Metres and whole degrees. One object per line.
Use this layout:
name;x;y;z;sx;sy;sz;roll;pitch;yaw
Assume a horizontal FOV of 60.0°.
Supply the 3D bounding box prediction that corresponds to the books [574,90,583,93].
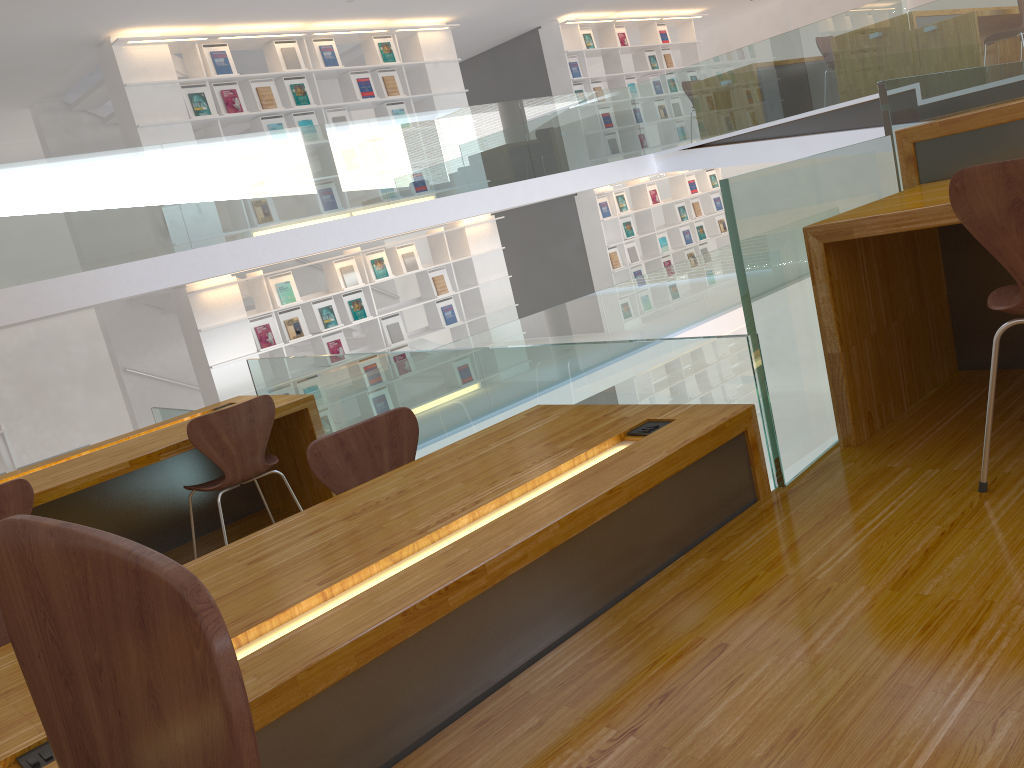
books;0.854;-3.535;10.985;0.145;0.210;0.037;-23;14;-40

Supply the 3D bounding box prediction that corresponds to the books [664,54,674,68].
books;2.162;-4.436;12.207;0.145;0.210;0.037;-23;14;-40

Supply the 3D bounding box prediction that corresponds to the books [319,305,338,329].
books;-1.749;-0.635;8.452;0.145;0.210;0.037;-23;14;-40

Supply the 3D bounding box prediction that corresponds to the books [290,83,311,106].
books;-1.978;-2.700;8.290;0.145;0.210;0.037;-23;14;-40

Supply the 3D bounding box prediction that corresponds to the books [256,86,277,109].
books;-2.229;-2.596;8.062;0.145;0.210;0.037;-23;14;-40

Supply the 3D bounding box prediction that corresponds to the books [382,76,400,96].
books;-1.224;-3.016;8.991;0.145;0.210;0.037;-23;14;-40

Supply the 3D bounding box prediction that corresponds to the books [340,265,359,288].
books;-1.578;-1.042;8.613;0.145;0.210;0.037;-23;14;-40

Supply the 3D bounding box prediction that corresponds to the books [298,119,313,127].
books;-1.915;-2.380;8.344;0.145;0.210;0.037;-23;14;-40

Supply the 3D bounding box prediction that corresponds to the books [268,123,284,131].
books;-2.140;-2.283;8.131;0.145;0.210;0.037;-23;14;-40

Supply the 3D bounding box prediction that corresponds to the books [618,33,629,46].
books;1.452;-4.471;11.559;0.145;0.210;0.037;-23;14;-40

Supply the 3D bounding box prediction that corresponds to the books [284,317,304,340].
books;-2.014;-0.503;8.217;0.145;0.210;0.037;-23;14;-40

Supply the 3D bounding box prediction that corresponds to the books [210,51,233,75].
books;-2.546;-2.812;7.774;0.145;0.210;0.037;-23;14;-40

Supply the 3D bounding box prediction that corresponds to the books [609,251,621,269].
books;1.317;-1.585;11.362;0.145;0.210;0.037;-23;14;-40

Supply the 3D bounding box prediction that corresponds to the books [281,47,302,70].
books;-2.048;-3.018;8.234;0.145;0.210;0.037;-23;14;-40

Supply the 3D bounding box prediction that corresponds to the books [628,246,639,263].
books;1.590;-1.687;11.609;0.145;0.210;0.037;-23;14;-40

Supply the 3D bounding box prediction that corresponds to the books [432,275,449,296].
books;-0.753;-1.039;9.370;0.145;0.210;0.037;-23;14;-40

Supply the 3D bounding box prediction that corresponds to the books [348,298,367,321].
books;-1.507;-0.724;8.669;0.145;0.210;0.037;-23;14;-40

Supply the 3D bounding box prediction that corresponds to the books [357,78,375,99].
books;-1.447;-2.926;8.786;0.145;0.210;0.037;-23;14;-40

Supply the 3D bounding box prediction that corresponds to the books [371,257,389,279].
books;-1.317;-1.150;8.854;0.145;0.210;0.037;-23;14;-40

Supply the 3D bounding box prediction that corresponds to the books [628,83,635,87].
books;1.599;-3.855;11.678;0.145;0.210;0.037;-23;14;-40

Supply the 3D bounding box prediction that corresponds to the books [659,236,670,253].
books;2.069;-1.893;12.056;0.145;0.210;0.037;-23;14;-40

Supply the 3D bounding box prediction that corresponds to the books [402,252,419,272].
books;-1.040;-1.245;9.110;0.145;0.210;0.037;-23;14;-40

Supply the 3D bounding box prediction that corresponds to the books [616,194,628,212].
books;1.425;-2.340;11.480;0.145;0.210;0.037;-23;14;-40

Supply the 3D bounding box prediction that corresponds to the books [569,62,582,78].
books;0.781;-3.860;10.927;0.145;0.210;0.037;-23;14;-40

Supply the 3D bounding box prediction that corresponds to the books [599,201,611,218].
books;1.184;-2.204;11.252;0.145;0.210;0.037;-23;14;-40

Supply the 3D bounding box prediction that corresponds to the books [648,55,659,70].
books;1.916;-4.334;11.980;0.145;0.210;0.037;-23;14;-40

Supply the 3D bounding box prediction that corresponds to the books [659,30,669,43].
books;2.090;-4.737;12.149;0.145;0.210;0.037;-23;14;-40

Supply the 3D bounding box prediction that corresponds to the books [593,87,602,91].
books;1.108;-3.653;11.224;0.145;0.210;0.037;-23;14;-40

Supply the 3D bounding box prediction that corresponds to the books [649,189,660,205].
books;1.921;-2.510;11.938;0.145;0.210;0.037;-23;14;-40

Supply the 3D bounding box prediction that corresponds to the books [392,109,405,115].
books;-1.135;-2.703;9.061;0.145;0.210;0.037;-23;14;-40

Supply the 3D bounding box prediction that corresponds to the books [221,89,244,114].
books;-2.473;-2.496;7.836;0.145;0.210;0.037;-23;14;-40

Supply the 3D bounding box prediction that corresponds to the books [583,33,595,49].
books;0.965;-4.284;11.110;0.145;0.210;0.037;-23;14;-40

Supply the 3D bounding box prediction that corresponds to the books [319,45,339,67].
books;-1.754;-3.143;8.506;0.145;0.210;0.037;-23;14;-40

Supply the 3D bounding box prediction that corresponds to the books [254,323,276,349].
books;-2.226;-0.429;8.009;0.145;0.210;0.037;-23;14;-40

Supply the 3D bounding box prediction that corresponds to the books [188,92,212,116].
books;-2.687;-2.402;7.640;0.145;0.210;0.037;-23;14;-40

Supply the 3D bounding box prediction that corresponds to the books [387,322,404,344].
books;-1.174;-0.508;8.968;0.145;0.210;0.037;-23;14;-40

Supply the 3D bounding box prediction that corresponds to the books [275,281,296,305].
books;-2.077;-0.833;8.152;0.145;0.210;0.037;-23;14;-40

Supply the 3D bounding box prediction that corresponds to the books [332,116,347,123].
books;-1.645;-2.485;8.589;0.145;0.210;0.037;-23;14;-40

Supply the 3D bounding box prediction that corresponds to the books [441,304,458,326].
books;-0.664;-0.731;9.439;0.145;0.210;0.037;-23;14;-40

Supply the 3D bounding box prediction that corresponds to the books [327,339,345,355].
books;-1.679;-0.314;8.506;0.145;0.210;0.037;-23;14;-40

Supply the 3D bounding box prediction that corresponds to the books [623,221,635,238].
books;1.525;-2.009;11.558;0.145;0.210;0.037;-23;14;-40

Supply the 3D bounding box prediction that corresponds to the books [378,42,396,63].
books;-1.262;-3.346;8.961;0.145;0.210;0.037;-23;14;-40
